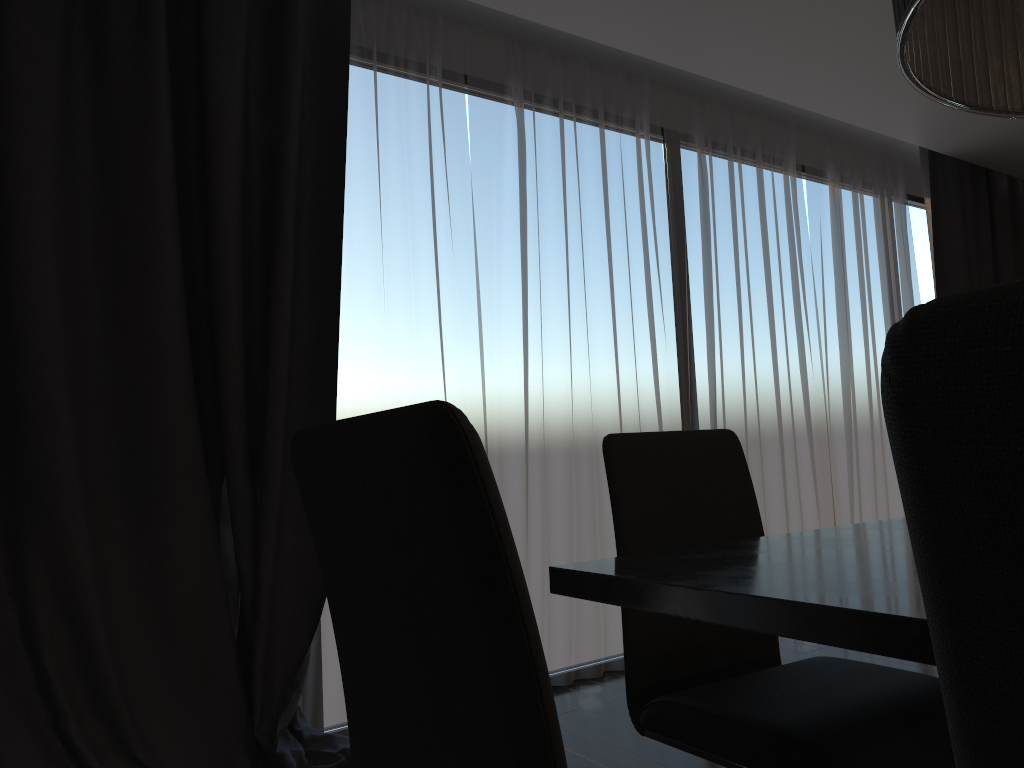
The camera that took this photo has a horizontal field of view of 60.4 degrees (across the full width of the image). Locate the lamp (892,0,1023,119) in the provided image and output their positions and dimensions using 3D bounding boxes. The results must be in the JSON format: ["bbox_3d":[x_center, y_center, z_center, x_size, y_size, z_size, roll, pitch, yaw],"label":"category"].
[{"bbox_3d":[0.831,-1.003,1.050,0.819,1.103,0.789,-2,-5,-8],"label":"lamp"}]

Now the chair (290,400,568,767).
[{"bbox_3d":[0.138,0.505,0.827,0.601,0.965,0.406,0,-6,-32],"label":"chair"}]

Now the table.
[{"bbox_3d":[0.914,0.572,0.927,1.093,0.760,1.522,0,-6,-31],"label":"table"}]

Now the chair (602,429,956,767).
[{"bbox_3d":[0.497,0.555,1.638,0.449,0.965,0.543,0,-6,-31],"label":"chair"}]

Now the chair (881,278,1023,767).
[{"bbox_3d":[0.471,0.437,0.254,0.601,0.965,0.406,0,-6,-32],"label":"chair"}]

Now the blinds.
[{"bbox_3d":[0.913,-0.222,4.033,7.905,2.895,0.708,1,-6,-39],"label":"blinds"}]
